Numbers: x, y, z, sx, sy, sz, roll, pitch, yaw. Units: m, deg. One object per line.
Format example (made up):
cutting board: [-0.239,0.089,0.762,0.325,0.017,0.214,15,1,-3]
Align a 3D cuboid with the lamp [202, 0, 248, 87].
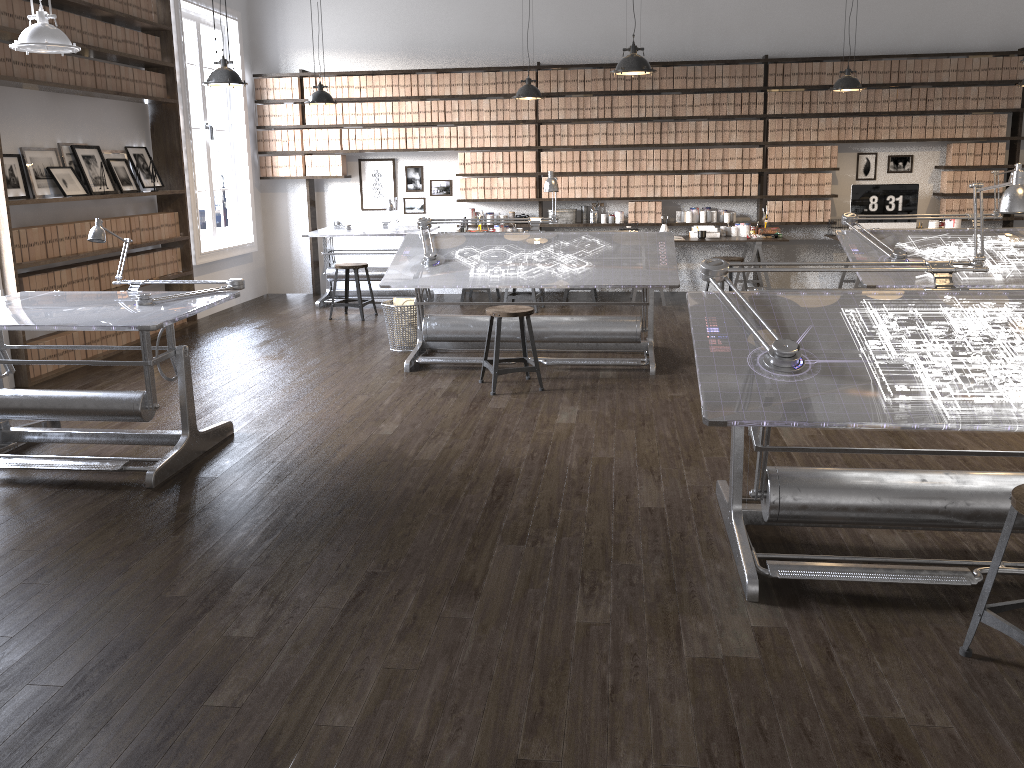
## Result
lamp: [-2.051,-3.210,6.060,0.311,2.230,0.315,-4,12,-13]

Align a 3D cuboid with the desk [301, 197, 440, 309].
desk: [-1.454,-1.423,9.483,1.269,1.087,1.082,1,13,7]

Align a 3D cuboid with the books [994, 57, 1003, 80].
books: [4.795,-3.122,8.794,0.067,0.223,0.176,0,12,7]

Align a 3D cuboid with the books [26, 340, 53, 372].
books: [-3.411,-0.199,6.370,0.174,0.223,0.067,1,12,7]

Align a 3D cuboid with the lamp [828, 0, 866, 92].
lamp: [2.898,-3.650,7.492,0.311,2.230,0.315,6,13,31]

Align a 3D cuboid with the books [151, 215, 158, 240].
books: [-3.226,-1.378,7.807,0.174,0.223,0.067,1,12,7]

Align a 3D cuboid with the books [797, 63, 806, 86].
books: [2.935,-3.146,9.023,0.067,0.223,0.176,0,12,7]

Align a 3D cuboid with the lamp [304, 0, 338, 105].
lamp: [-1.801,-3.710,8.059,0.311,2.230,0.315,-4,12,-13]

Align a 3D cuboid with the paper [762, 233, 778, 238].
paper: [2.602,-1.498,8.950,0.155,0.038,0.139,4,15,21]

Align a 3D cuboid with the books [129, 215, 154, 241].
books: [-3.240,-1.362,7.742,0.174,0.223,0.067,1,12,7]

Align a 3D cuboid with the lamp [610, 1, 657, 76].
lamp: [0.792,-3.173,5.714,0.311,2.230,0.315,5,13,27]

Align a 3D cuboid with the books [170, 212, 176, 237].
books: [-3.193,-1.460,8.135,0.174,0.223,0.067,1,12,7]

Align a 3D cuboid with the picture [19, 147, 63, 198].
picture: [-3.453,-1.565,6.559,0.083,0.361,0.420,0,13,7]

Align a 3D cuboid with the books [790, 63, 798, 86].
books: [2.865,-3.146,9.027,0.067,0.223,0.176,0,12,7]

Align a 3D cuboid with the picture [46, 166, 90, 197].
picture: [-3.359,-1.532,6.707,0.144,0.227,0.303,0,13,7]

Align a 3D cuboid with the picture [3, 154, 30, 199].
picture: [-3.513,-1.455,6.220,0.058,0.312,0.269,0,12,7]

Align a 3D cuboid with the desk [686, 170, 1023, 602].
desk: [1.700,-0.068,3.210,2.068,1.373,1.088,1,12,7]

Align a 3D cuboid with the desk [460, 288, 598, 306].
desk: [0.176,-1.197,9.358,1.668,0.663,0.662,1,13,7]

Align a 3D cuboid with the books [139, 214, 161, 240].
books: [-3.223,-1.394,7.872,0.174,0.223,0.067,1,12,7]

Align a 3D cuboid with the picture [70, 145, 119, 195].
picture: [-3.338,-1.712,7.091,0.149,0.387,0.377,0,13,7]

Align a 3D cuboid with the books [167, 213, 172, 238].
books: [-3.199,-1.443,8.067,0.174,0.223,0.067,1,12,7]

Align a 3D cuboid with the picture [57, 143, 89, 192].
picture: [-3.405,-1.690,6.974,0.091,0.402,0.373,0,13,7]

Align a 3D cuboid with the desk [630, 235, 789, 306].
desk: [1.927,-1.174,9.145,1.668,0.663,0.662,1,13,7]

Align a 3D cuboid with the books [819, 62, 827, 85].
books: [3.139,-3.143,8.997,0.067,0.223,0.176,0,12,7]

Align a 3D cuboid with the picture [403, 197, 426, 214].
picture: [-1.093,-1.999,9.923,0.251,0.182,0.023,1,11,7]

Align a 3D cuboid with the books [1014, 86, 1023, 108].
books: [5.005,-2.849,8.822,0.067,0.223,0.176,0,12,7]

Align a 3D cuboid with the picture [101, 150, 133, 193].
picture: [-3.338,-1.797,7.503,0.095,0.357,0.438,0,13,7]

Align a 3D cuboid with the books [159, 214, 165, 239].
books: [-3.213,-1.410,7.934,0.174,0.223,0.067,1,12,7]

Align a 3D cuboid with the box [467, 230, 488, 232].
box: [-0.369,-1.600,9.458,0.212,0.082,0.139,1,13,7]

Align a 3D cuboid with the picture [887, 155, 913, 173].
picture: [4.042,-2.291,9.226,0.251,0.182,0.023,1,11,7]

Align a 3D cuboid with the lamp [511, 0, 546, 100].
lamp: [0.133,-3.686,7.829,0.311,2.230,0.315,-4,12,-13]

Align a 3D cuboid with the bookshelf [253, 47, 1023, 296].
bookshelf: [1.793,-1.826,9.514,9.176,3.176,0.377,1,11,7]

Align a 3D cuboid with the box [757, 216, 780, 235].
box: [2.635,-1.621,9.081,0.212,0.205,0.139,1,12,7]

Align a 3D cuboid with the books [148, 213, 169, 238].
books: [-3.204,-1.426,7.998,0.174,0.223,0.067,1,12,7]

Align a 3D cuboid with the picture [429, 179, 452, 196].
picture: [-0.790,-2.181,9.848,0.251,0.182,0.023,1,11,7]

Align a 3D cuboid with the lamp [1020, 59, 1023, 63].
lamp: [3.378,-3.139,5.399,0.311,2.230,0.315,6,13,31]

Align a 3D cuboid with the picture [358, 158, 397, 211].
picture: [-1.502,-2.231,9.917,0.415,0.569,0.040,1,11,7]

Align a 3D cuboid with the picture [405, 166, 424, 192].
picture: [-1.088,-2.284,9.866,0.201,0.282,0.022,0,11,6]

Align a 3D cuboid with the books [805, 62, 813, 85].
books: [3.006,-3.145,9.014,0.067,0.223,0.176,0,12,7]

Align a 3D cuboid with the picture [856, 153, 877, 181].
picture: [3.711,-2.276,9.272,0.201,0.282,0.022,0,11,6]

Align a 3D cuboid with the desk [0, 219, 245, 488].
desk: [-2.120,-0.234,4.548,1.269,1.177,1.184,1,13,7]

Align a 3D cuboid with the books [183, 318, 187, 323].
books: [-3.169,-0.693,8.344,0.174,0.223,0.067,1,12,7]

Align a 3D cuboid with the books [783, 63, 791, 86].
books: [2.795,-3.148,9.040,0.067,0.223,0.176,0,12,7]

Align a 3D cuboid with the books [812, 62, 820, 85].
books: [3.072,-3.143,9.000,0.067,0.223,0.176,0,12,7]

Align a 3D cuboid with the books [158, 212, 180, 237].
books: [-3.178,-1.476,8.198,0.174,0.223,0.067,1,12,7]

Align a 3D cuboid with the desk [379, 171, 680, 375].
desk: [0.056,-0.871,6.560,2.280,1.373,1.088,1,12,7]

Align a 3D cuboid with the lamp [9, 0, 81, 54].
lamp: [-2.288,-2.719,4.096,0.311,2.230,0.315,-4,12,-13]

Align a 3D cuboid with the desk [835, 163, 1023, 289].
desk: [3.384,-0.828,6.155,2.068,1.373,1.088,1,12,7]

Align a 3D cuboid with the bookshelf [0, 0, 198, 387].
bookshelf: [-3.366,-1.387,7.041,0.412,3.686,2.499,0,12,7]

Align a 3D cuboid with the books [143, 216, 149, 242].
books: [-3.248,-1.344,7.673,0.174,0.223,0.067,1,12,7]

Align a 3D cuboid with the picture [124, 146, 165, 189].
picture: [-3.263,-1.925,7.868,0.161,0.361,0.346,0,13,7]

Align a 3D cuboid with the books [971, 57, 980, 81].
books: [4.588,-3.124,8.819,0.067,0.223,0.176,0,12,7]

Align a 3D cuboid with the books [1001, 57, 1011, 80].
books: [4.869,-3.121,8.787,0.067,0.223,0.176,0,12,7]

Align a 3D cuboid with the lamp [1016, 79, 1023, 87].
lamp: [4.440,-3.630,7.304,0.311,2.230,0.315,6,13,31]

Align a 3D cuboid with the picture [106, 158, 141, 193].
picture: [-3.295,-1.767,7.517,0.127,0.287,0.293,0,13,7]

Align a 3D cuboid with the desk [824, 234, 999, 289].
desk: [4.053,-1.146,8.886,1.668,0.663,0.662,1,13,7]
